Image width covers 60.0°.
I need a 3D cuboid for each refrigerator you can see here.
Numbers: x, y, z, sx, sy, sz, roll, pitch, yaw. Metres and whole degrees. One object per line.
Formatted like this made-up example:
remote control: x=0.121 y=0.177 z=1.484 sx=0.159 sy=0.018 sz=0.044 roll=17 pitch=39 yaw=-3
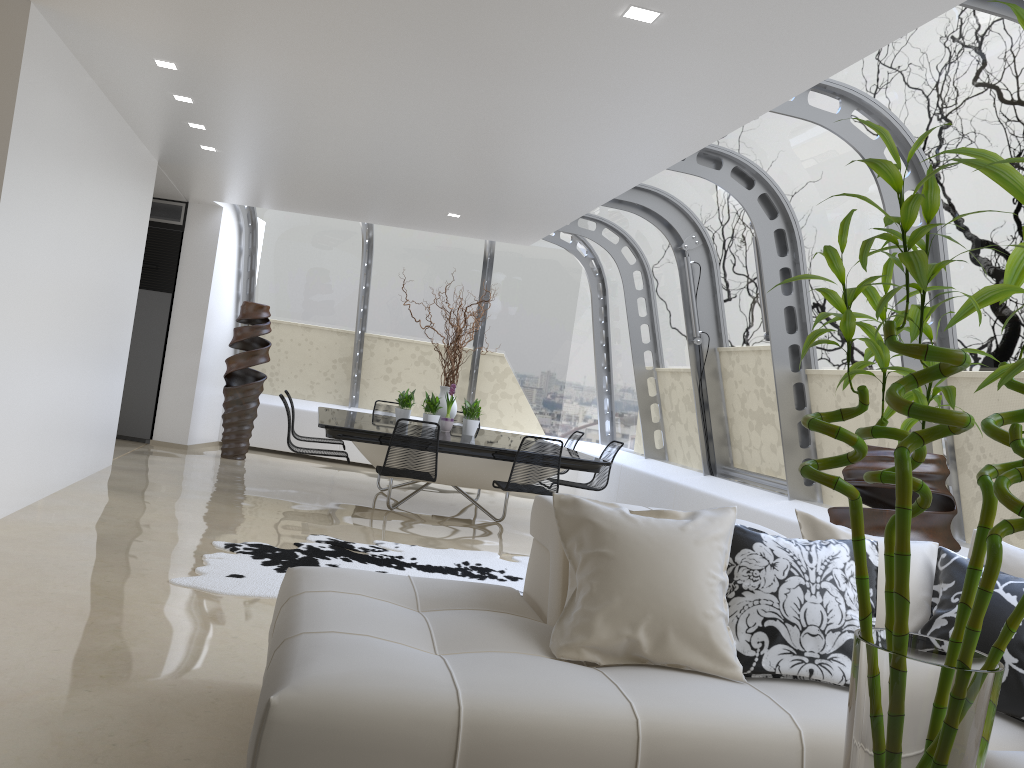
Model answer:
refrigerator: x=-4.639 y=-0.278 z=10.591 sx=1.006 sy=1.742 sz=0.234 roll=8 pitch=-1 yaw=1

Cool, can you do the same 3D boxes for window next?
window: x=-4.583 y=-0.842 z=5.034 sx=16.693 sy=3.674 sz=16.171 roll=8 pitch=-1 yaw=-6

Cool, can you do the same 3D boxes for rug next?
rug: x=-0.316 y=1.241 z=5.383 sx=3.220 sy=0.008 sz=2.705 roll=9 pitch=-1 yaw=-13

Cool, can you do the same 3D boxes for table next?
table: x=-0.707 y=0.839 z=8.762 sx=2.494 sy=0.759 sz=3.031 roll=9 pitch=-1 yaw=-12

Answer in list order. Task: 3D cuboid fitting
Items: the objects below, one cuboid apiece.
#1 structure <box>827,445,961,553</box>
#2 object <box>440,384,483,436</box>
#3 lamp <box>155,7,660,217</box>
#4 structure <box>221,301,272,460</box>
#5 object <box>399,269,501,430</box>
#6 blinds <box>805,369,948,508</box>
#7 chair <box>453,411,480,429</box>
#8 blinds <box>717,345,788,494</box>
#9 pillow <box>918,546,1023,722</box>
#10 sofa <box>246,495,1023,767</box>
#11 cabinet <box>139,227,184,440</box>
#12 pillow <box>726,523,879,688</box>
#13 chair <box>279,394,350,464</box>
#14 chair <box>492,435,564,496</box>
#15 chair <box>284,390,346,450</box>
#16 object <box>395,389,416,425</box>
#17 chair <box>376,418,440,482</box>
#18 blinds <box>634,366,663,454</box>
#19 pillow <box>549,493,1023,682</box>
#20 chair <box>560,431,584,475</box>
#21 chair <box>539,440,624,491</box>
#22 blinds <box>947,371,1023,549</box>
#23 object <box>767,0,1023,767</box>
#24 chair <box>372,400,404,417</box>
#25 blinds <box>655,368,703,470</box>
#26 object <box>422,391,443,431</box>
structure: x=1.920 y=0.957 z=4.581 sx=0.672 sy=1.258 sz=0.674 roll=9 pitch=-1 yaw=-35
object: x=-0.463 y=0.254 z=8.660 sx=0.417 sy=0.476 sz=0.238 roll=8 pitch=-1 yaw=16
lamp: x=-4.182 y=-2.285 z=3.116 sx=9.775 sy=0.004 sz=9.928 roll=9 pitch=-1 yaw=-12
structure: x=-3.113 y=-0.033 z=10.323 sx=0.498 sy=1.843 sz=0.493 roll=8 pitch=-1 yaw=-1
object: x=-0.719 y=-0.329 z=8.778 sx=1.031 sy=1.549 sz=1.135 roll=9 pitch=-1 yaw=-20
blinds: x=2.478 y=0.433 z=6.113 sx=0.329 sy=1.027 sz=1.430 roll=9 pitch=-1 yaw=-12
chair: x=-0.523 y=0.604 z=10.370 sx=0.446 sy=0.519 sz=0.688 roll=9 pitch=-1 yaw=-12
blinds: x=2.135 y=0.303 z=7.609 sx=0.387 sy=1.214 sz=1.376 roll=9 pitch=-1 yaw=-12
pillow: x=1.545 y=0.815 z=2.774 sx=0.405 sy=0.483 sz=0.599 roll=9 pitch=-1 yaw=-44
sofa: x=1.136 y=0.985 z=1.679 sx=3.257 sy=0.866 sz=4.169 roll=9 pitch=-1 yaw=-12
cabinet: x=-5.172 y=-0.698 z=10.908 sx=2.252 sy=2.558 sz=0.831 roll=8 pitch=-1 yaw=2
pillow: x=0.895 y=0.709 z=2.830 sx=0.604 sy=0.471 sz=0.394 roll=8 pitch=-1 yaw=3
chair: x=-1.763 y=0.395 z=7.922 sx=0.688 sy=0.519 sz=0.446 roll=9 pitch=-1 yaw=-12
chair: x=0.148 y=0.671 z=7.314 sx=0.446 sy=0.519 sz=0.688 roll=9 pitch=-1 yaw=-12
chair: x=-2.036 y=0.367 z=9.168 sx=0.688 sy=0.519 sz=0.446 roll=9 pitch=-1 yaw=-12
object: x=-1.064 y=0.218 z=8.834 sx=0.215 sy=0.369 sz=0.284 roll=8 pitch=-1 yaw=26
chair: x=-0.816 y=0.526 z=7.099 sx=0.446 sy=0.519 sz=0.688 roll=9 pitch=-1 yaw=-12
blinds: x=1.529 y=0.879 z=10.830 sx=0.663 sy=2.118 sz=1.829 roll=9 pitch=-1 yaw=-12
pillow: x=1.695 y=0.789 z=2.147 sx=1.656 sy=0.530 sz=3.322 roll=9 pitch=-1 yaw=-42
chair: x=0.394 y=0.733 z=9.709 sx=0.688 sy=0.519 sz=0.446 roll=9 pitch=-1 yaw=-12
chair: x=0.667 y=0.760 z=8.462 sx=0.688 sy=0.519 sz=0.446 roll=9 pitch=-1 yaw=-12
blinds: x=2.808 y=0.466 z=4.609 sx=0.329 sy=1.027 sz=1.430 roll=9 pitch=-1 yaw=-12
object: x=0.673 y=0.140 z=1.326 sx=0.673 sy=1.546 sz=0.584 roll=8 pitch=-1 yaw=26
chair: x=-1.417 y=0.470 z=10.171 sx=0.446 sy=0.519 sz=0.688 roll=9 pitch=-1 yaw=-12
blinds: x=1.818 y=0.367 z=9.120 sx=0.329 sy=1.027 sz=1.430 roll=9 pitch=-1 yaw=-12
object: x=-0.771 y=0.257 z=8.456 sx=0.215 sy=0.369 sz=0.284 roll=8 pitch=-1 yaw=21
